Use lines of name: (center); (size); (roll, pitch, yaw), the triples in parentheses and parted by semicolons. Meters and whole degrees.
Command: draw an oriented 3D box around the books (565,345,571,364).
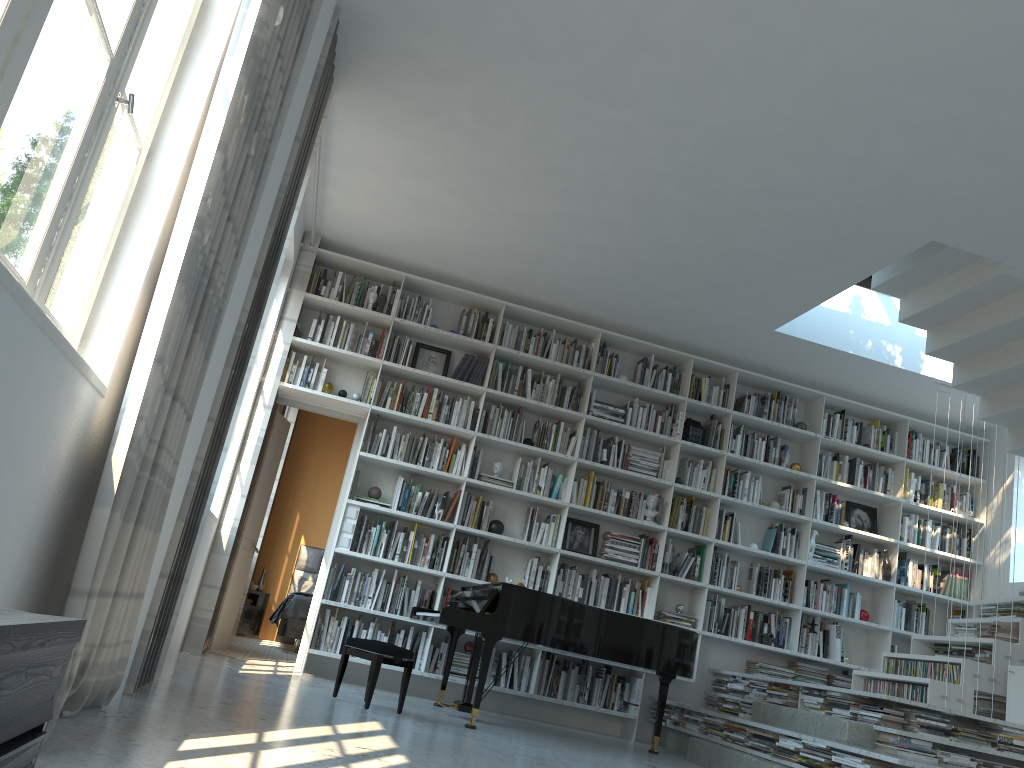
books: (0.445, -0.205, 7.436); (0.013, 0.206, 0.178); (15, -16, -10)

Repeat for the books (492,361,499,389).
books: (-0.152, -0.037, 7.264); (0.010, 0.286, 0.148); (15, -16, -10)

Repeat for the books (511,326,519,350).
books: (-0.001, -0.342, 7.375); (0.023, 0.250, 0.171); (15, -16, -10)

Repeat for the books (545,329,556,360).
books: (0.309, -0.289, 7.446); (0.014, 0.314, 0.166); (15, -16, -10)

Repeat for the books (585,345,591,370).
books: (0.614, -0.185, 7.489); (0.014, 0.266, 0.172); (15, -16, -10)

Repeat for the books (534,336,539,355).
books: (0.179, -0.278, 7.399); (0.011, 0.215, 0.160); (15, -16, -10)

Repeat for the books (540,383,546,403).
books: (0.238, 0.107, 7.326); (0.010, 0.208, 0.174); (15, -16, -10)

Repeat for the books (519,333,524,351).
books: (0.053, -0.307, 7.376); (0.015, 0.207, 0.167); (15, -16, -10)

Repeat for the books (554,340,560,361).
books: (0.349, -0.238, 7.445); (0.026, 0.235, 0.134); (15, -16, -10)

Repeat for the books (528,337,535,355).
books: (0.142, -0.277, 7.401); (0.030, 0.200, 0.152); (15, -16, -10)

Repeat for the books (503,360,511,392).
books: (-0.063, -0.029, 7.274); (0.012, 0.314, 0.172); (15, -16, -10)

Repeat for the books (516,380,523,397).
books: (0.042, 0.071, 7.296); (0.034, 0.180, 0.160); (15, -16, -10)

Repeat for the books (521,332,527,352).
books: (0.077, -0.306, 7.411); (0.025, 0.234, 0.130); (15, -16, -10)

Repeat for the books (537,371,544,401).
books: (0.214, 0.052, 7.334); (0.012, 0.307, 0.145); (15, -16, -10)

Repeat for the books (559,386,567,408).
books: (0.397, 0.144, 7.354); (0.030, 0.217, 0.183); (15, -16, -10)

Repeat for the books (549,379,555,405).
books: (0.304, 0.101, 7.352); (0.028, 0.260, 0.136); (15, -16, -10)

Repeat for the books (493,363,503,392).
books: (-0.119, -0.019, 7.275); (0.067, 0.273, 0.168); (15, -16, -10)

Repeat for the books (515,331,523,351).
books: (0.035, -0.316, 7.360); (0.029, 0.207, 0.179); (15, -16, -10)

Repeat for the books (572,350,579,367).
books: (0.508, -0.174, 7.454); (0.031, 0.184, 0.177); (15, -16, -10)

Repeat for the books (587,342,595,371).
books: (0.636, -0.191, 7.491); (0.026, 0.287, 0.176); (15, -16, -10)

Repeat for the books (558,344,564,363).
books: (0.384, -0.215, 7.458); (0.029, 0.213, 0.142); (15, -16, -10)

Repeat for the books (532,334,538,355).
books: (0.167, -0.288, 7.407); (0.013, 0.234, 0.155); (15, -16, -10)

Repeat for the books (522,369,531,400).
books: (0.121, 0.035, 7.306); (0.075, 0.284, 0.179); (15, -16, -10)

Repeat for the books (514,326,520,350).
books: (0.017, -0.338, 7.373); (0.012, 0.249, 0.174); (15, -16, -10)

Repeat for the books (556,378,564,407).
books: (0.375, 0.108, 7.378); (0.022, 0.289, 0.147); (15, -16, -10)

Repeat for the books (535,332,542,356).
books: (0.194, -0.291, 7.407); (0.013, 0.251, 0.184); (15, -16, -10)

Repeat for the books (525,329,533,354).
books: (0.119, -0.313, 7.414); (0.028, 0.267, 0.152); (15, -16, -10)

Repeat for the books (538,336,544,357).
books: (0.219, -0.272, 7.423); (0.029, 0.235, 0.130); (15, -16, -10)

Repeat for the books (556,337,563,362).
books: (0.371, -0.248, 7.454); (0.014, 0.268, 0.156); (15, -16, -10)

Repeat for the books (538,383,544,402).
books: (0.216, 0.107, 7.349); (0.024, 0.211, 0.128); (15, -16, -10)

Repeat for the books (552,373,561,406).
books: (0.344, 0.082, 7.352); (0.011, 0.312, 0.184); (15, -16, -10)

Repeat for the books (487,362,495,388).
books: (-0.193, -0.036, 7.240); (0.023, 0.255, 0.175); (15, -16, -10)

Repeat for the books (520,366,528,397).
books: (0.076, 0.016, 7.326); (0.013, 0.314, 0.135); (15, -16, -10)

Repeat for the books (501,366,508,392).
books: (-0.081, -0.004, 7.273); (0.011, 0.259, 0.157); (15, -16, -10)

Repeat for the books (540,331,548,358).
books: (0.246, -0.290, 7.419); (0.013, 0.275, 0.165); (15, -16, -10)

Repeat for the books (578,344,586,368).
books: (0.565, -0.191, 7.492); (0.030, 0.260, 0.152); (15, -16, -10)

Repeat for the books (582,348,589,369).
books: (0.593, -0.173, 7.472); (0.026, 0.224, 0.172); (15, -16, -10)

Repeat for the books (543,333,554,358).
books: (0.277, -0.280, 7.421); (0.052, 0.272, 0.173); (15, -16, -10)

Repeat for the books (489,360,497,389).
books: (-0.177, -0.041, 7.261); (0.013, 0.282, 0.159); (15, -16, -10)

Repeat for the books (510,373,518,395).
books: (-0.004, 0.037, 7.282); (0.029, 0.218, 0.158); (15, -16, -10)

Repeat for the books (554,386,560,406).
books: (0.346, 0.138, 7.361); (0.024, 0.213, 0.150); (15, -16, -10)

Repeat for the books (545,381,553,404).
books: (0.282, 0.107, 7.326); (0.021, 0.225, 0.192); (15, -16, -10)

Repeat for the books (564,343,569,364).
books: (0.428, -0.217, 7.448); (0.021, 0.228, 0.161); (15, -16, -10)

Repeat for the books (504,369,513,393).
books: (-0.051, 0.011, 7.270); (0.031, 0.241, 0.182); (15, -16, -10)

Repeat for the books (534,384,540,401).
books: (0.183, 0.107, 7.313); (0.028, 0.179, 0.168); (15, -16, -10)

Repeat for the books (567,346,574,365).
books: (0.464, -0.197, 7.436); (0.026, 0.199, 0.187); (15, -16, -10)

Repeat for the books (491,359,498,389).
books: (-0.167, -0.044, 7.286); (0.014, 0.308, 0.130); (15, -16, -10)

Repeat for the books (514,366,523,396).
books: (0.028, 0.009, 7.297); (0.023, 0.292, 0.156); (15, -16, -10)

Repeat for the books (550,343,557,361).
books: (0.320, -0.226, 7.425); (0.031, 0.189, 0.182); (15, -16, -10)

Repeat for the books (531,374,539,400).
books: (0.164, 0.061, 7.327); (0.027, 0.264, 0.169); (15, -16, -10)

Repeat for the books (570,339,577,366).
books: (0.497, -0.226, 7.470); (0.013, 0.284, 0.160); (15, -16, -10)

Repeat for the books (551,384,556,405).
books: (0.322, 0.120, 7.348); (0.013, 0.230, 0.142); (15, -16, -10)

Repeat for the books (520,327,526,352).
books: (0.069, -0.330, 7.388); (0.010, 0.263, 0.161); (15, -16, -10)

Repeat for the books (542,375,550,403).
books: (0.260, 0.078, 7.352); (0.026, 0.285, 0.138); (15, -16, -10)

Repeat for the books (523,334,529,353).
books: (0.095, -0.294, 7.404); (0.012, 0.215, 0.150); (15, -16, -10)

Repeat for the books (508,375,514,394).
books: (-0.032, 0.040, 7.282); (0.024, 0.201, 0.153); (15, -16, -10)

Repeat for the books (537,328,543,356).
books: (0.209, -0.310, 7.417); (0.010, 0.298, 0.151); (15, -16, -10)

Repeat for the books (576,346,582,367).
books: (0.538, -0.189, 7.476); (0.026, 0.236, 0.149); (15, -16, -10)

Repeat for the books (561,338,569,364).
books: (0.417, -0.241, 7.443); (0.014, 0.265, 0.192); (15, -16, -10)
